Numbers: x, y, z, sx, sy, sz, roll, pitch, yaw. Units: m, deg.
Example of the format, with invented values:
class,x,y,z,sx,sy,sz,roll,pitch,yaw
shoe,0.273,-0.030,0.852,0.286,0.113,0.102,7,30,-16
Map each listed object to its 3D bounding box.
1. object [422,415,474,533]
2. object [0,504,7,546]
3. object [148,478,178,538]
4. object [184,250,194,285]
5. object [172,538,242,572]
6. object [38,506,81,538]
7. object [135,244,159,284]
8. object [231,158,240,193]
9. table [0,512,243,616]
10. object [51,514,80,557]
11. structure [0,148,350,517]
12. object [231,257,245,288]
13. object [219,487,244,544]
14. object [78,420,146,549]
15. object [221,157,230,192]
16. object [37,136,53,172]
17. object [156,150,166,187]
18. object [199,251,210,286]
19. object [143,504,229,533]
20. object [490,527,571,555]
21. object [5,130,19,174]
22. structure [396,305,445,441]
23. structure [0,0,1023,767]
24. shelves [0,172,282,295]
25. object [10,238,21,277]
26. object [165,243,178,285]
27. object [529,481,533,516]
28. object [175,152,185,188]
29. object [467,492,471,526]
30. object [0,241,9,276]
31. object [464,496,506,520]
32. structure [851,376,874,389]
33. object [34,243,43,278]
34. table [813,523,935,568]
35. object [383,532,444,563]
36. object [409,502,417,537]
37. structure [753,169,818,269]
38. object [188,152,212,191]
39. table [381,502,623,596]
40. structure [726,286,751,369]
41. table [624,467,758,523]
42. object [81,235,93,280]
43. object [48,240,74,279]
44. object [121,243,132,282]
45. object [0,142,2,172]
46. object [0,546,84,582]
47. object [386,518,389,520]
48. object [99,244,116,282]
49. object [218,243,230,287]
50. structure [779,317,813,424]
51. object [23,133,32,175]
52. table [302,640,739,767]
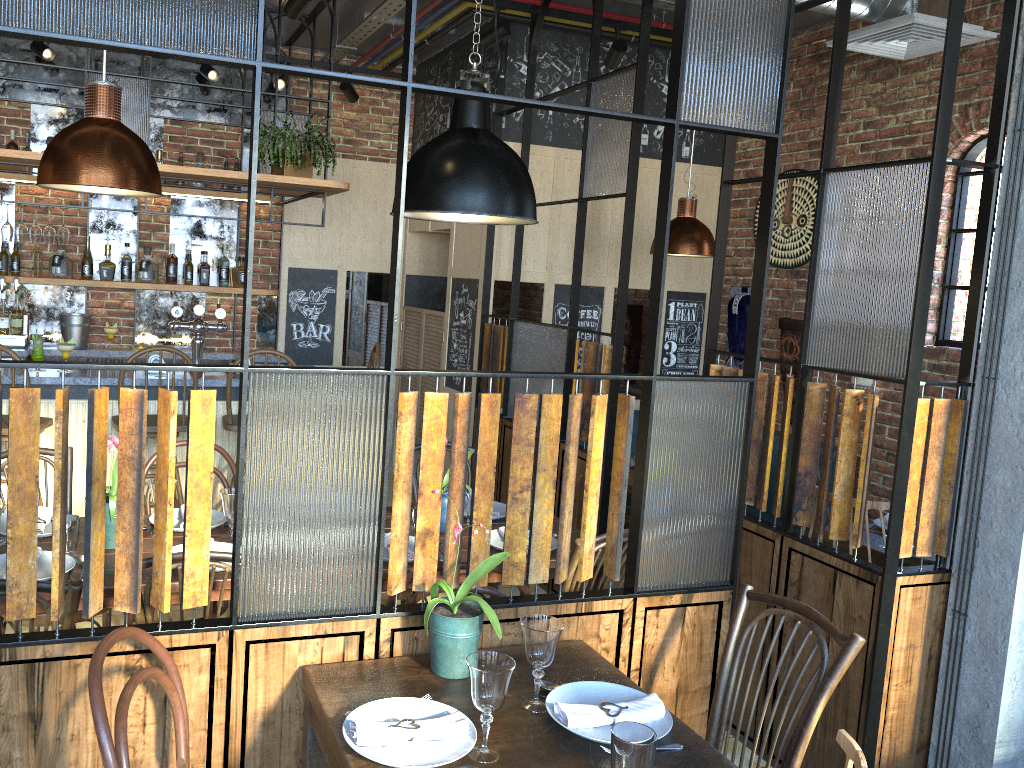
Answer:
class,x,y,z,sx,sy,sz,roll,pitch,yaw
object,-0.232,0.329,3.207,0.217,0.430,0.137,4,6,-3
object,-1.636,0.447,2.785,0.088,0.119,0.080,9,8,43
object,-1.176,0.419,2.962,0.102,0.191,0.095,7,6,24
object,-2.403,-0.866,6.557,0.063,0.263,0.069,-1,8,-42
object,-0.934,0.530,2.745,0.316,0.051,0.278,1,7,-19
object,-1.615,0.464,2.949,0.316,0.051,0.278,1,7,-19
object,-2.668,-0.879,6.447,0.166,0.283,0.124,3,6,-8
object,-2.074,-1.564,6.627,0.063,0.263,0.069,0,7,-36
table,-1.286,0.883,2.881,0.998,0.726,0.753,1,7,-22
object,-1.377,0.471,2.716,0.088,0.119,0.081,7,7,29
structure,-2.446,-0.260,5.766,2.264,2.169,1.801,1,7,-22
object,-2.053,-0.844,6.676,0.137,0.234,0.093,-1,7,-37
object,-0.912,0.444,2.887,0.098,0.191,0.099,4,6,-3
object,-1.285,0.308,2.849,0.150,0.426,0.198,5,6,10
object,-2.144,-1.566,6.600,0.063,0.263,0.069,1,7,-29
object,-3.236,-1.592,6.175,0.166,0.283,0.124,3,6,-8
object,-2.574,-1.572,6.426,0.113,0.264,0.121,2,6,-22
object,-2.299,-0.863,6.594,0.075,0.262,0.081,2,6,-22
object,-1.161,0.472,3.116,0.316,0.051,0.278,1,7,-19
object,0.047,0.547,3.110,0.316,0.051,0.278,1,7,-19
object,-3.465,-1.608,6.110,0.084,0.302,0.088,3,6,-12
structure,-2.318,-0.003,5.283,1.332,0.992,4.770,9,9,41
structure,-1.695,-0.554,3.783,5.582,3.319,6.323,-2,8,-39
shelves,-2.818,-1.101,6.613,2.052,0.744,0.625,1,7,-21
object,-3.464,-0.883,6.155,0.063,0.263,0.069,0,7,-36
object,-2.517,-0.888,6.524,0.085,0.302,0.086,4,6,-4
object,0.055,0.461,3.246,0.099,0.191,0.098,4,6,2
object,-2.440,-1.570,6.488,0.064,0.263,0.068,2,6,-23
object,-0.132,0.474,3.330,0.080,0.119,0.088,-1,8,-40
object,-3.533,-0.884,6.128,0.066,0.263,0.066,4,6,-1
object,-0.145,0.490,3.497,0.316,0.051,0.278,1,7,-19
structure,1.992,-0.529,4.871,0.090,1.118,0.240,2,6,-24
object,-3.330,-0.892,6.195,0.057,0.287,0.054,6,6,16
table,1.714,1.002,3.441,0.726,0.725,0.777,1,7,-23
object,-0.365,0.542,2.944,0.316,0.051,0.278,1,7,-19
object,-0.364,0.486,3.114,0.080,0.119,0.088,-1,8,-40
structure,1.728,-1.031,5.513,0.076,0.618,0.687,1,7,-27
object,-2.310,-1.577,6.526,0.166,0.283,0.124,3,6,-8
table,-0.261,0.900,3.269,0.998,0.726,0.753,1,7,-22
structure,1.525,-0.373,5.890,0.110,0.558,0.335,1,6,-24
table,0.847,0.811,5.122,0.720,0.602,0.770,1,7,-23
object,-3.044,-0.905,6.318,0.077,0.317,0.085,-1,8,-42
object,-3.197,-0.887,6.244,0.166,0.283,0.124,3,6,-8
object,-2.805,-0.884,6.418,0.073,0.283,0.078,2,6,-22
object,-3.546,-1.621,6.059,0.075,0.329,0.076,4,6,1
object,-1.393,0.524,2.558,0.316,0.051,0.278,1,7,-19
object,-0.634,0.481,3.317,0.316,0.051,0.278,1,7,-19
object,-2.915,-0.874,6.351,0.113,0.264,0.121,2,6,-22
object,-2.173,-0.897,6.659,0.075,0.329,0.076,4,6,1
structure,1.725,-0.075,5.407,0.155,0.654,0.269,2,6,-24
object,-3.369,-1.597,6.126,0.057,0.287,0.054,6,6,16
table,-0.020,1.079,1.889,0.726,0.725,0.777,1,7,-23
